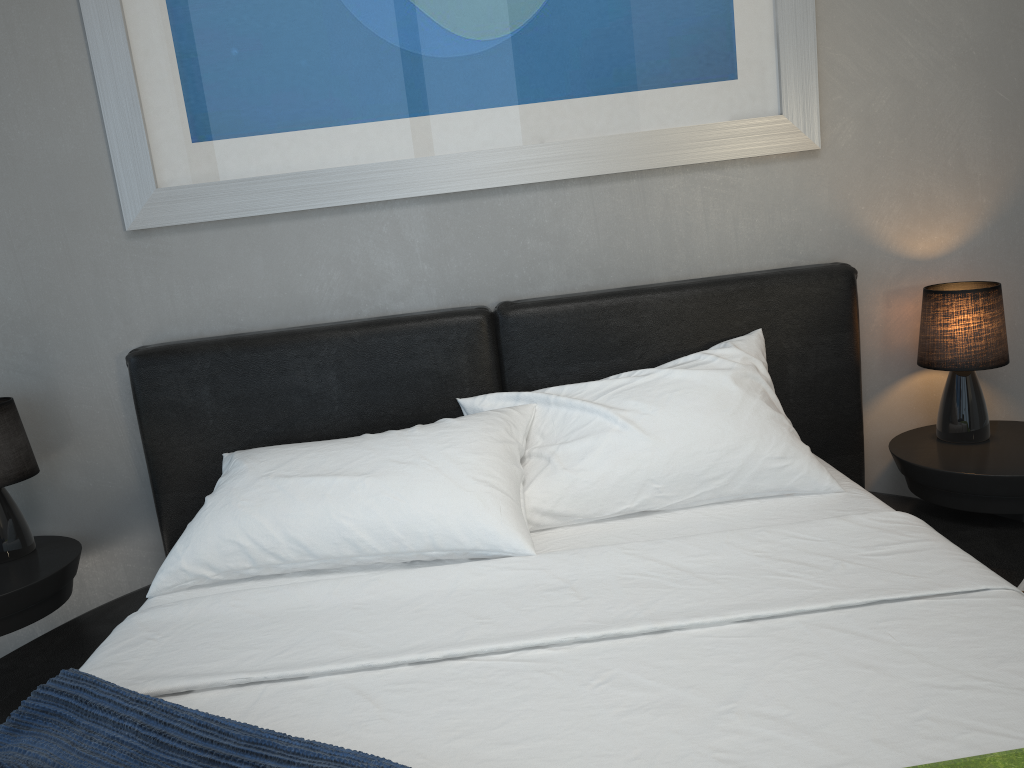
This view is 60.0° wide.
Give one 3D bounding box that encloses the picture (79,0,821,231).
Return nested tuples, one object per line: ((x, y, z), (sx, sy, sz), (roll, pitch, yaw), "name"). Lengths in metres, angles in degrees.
((-0.174, -1.186, 2.148), (1.800, 1.407, 0.025), (-7, 12, -1), "picture")

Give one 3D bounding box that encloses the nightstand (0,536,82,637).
((-1.311, 0.682, 2.243), (0.497, 0.442, 0.494), (-5, 12, 10), "nightstand")

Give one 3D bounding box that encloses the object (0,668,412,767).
((-0.078, 0.724, 0.677), (2.152, 0.570, 0.682), (2, 15, 40), "object")

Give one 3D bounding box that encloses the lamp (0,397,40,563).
((-1.333, 0.250, 2.254), (0.241, 0.402, 0.219), (-14, 14, -31), "lamp")

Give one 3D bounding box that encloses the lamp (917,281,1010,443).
((1.165, -0.055, 2.295), (0.208, 0.402, 0.219), (-11, 13, -20), "lamp")

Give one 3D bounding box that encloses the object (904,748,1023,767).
((0.071, 0.630, 0.763), (2.302, 0.344, 0.643), (-7, 11, -1), "object")

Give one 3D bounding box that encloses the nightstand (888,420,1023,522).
((1.248, 0.369, 2.289), (0.497, 0.442, 0.494), (-1, 13, 27), "nightstand")

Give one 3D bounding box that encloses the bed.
((0.048, 0.470, 1.212), (2.755, 0.938, 2.605), (-7, 11, -1), "bed")

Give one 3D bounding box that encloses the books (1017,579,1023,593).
((1.133, 0.426, 1.636), (0.395, 0.040, 0.300), (4, 15, 44), "books")
